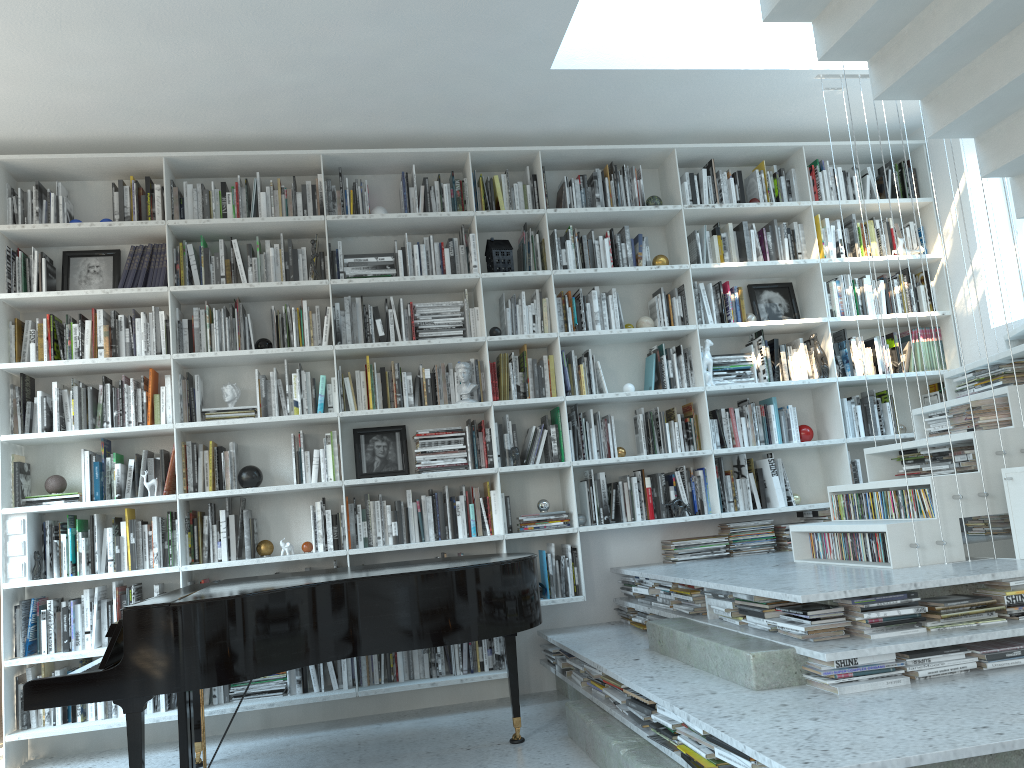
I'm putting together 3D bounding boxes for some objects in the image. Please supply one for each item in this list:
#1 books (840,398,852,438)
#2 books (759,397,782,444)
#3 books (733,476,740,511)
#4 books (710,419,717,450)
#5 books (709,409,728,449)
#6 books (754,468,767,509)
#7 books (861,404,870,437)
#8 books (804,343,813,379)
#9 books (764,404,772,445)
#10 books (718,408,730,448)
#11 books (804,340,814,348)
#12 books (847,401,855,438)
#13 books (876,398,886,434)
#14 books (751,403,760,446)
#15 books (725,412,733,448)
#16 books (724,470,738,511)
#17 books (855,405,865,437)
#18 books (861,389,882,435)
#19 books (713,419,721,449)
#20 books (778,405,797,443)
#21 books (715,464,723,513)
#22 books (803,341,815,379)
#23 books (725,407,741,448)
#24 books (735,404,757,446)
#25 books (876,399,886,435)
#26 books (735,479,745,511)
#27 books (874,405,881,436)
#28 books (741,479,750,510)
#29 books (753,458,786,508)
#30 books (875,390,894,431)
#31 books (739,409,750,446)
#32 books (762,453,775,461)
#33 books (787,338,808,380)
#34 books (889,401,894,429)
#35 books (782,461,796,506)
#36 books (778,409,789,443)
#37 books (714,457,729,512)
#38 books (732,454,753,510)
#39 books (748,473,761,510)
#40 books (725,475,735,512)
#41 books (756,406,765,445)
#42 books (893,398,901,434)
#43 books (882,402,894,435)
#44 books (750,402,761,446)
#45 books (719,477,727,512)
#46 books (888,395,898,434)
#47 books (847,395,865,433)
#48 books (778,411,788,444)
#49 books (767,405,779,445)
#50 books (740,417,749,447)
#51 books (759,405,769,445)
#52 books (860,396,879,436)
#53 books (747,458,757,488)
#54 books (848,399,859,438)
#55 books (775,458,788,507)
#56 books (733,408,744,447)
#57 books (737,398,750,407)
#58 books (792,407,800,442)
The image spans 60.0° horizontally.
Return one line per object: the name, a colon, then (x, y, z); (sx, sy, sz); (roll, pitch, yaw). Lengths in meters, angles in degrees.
books: (2.032, 0.224, 5.487); (0.024, 0.251, 0.175); (-4, -8, -11)
books: (1.574, 0.235, 5.402); (0.026, 0.290, 0.181); (-4, -8, -11)
books: (1.313, 0.658, 5.311); (0.025, 0.209, 0.137); (-4, -8, -11)
books: (1.181, 0.314, 5.330); (0.023, 0.186, 0.160); (-4, -8, -11)
books: (1.227, 0.282, 5.338); (0.047, 0.243, 0.177); (-4, -8, -11)
books: (1.469, 0.632, 5.336); (0.031, 0.239, 0.172); (-4, -8, -11)
books: (2.165, 0.240, 5.524); (0.025, 0.208, 0.149); (-4, -8, -11)
books: (1.793, -0.118, 5.496); (0.041, 0.239, 0.177); (-4, -8, -11)
books: (1.531, 0.259, 5.413); (0.012, 0.253, 0.161); (-4, -8, -11)
books: (1.260, 0.280, 5.355); (0.024, 0.246, 0.143); (-4, -8, -11)
books: (1.892, -0.142, 5.548); (0.029, 0.283, 0.139); (-4, -8, -11)
books: (2.061, 0.231, 5.499); (0.037, 0.235, 0.153); (-4, -8, -11)
books: (2.281, 0.217, 5.560); (0.027, 0.242, 0.132); (-4, -8, -11)
books: (1.438, 0.257, 5.366); (0.012, 0.262, 0.186); (-4, -8, -11)
books: (1.280, 0.288, 5.345); (0.011, 0.222, 0.163); (-4, -8, -11)
books: (1.294, 0.641, 5.298); (0.015, 0.243, 0.157); (-4, -8, -11)
books: (2.117, 0.244, 5.502); (0.029, 0.201, 0.173); (-4, -8, -11)
books: (2.247, 0.190, 5.548); (0.013, 0.296, 0.141); (-4, -8, -11)
books: (1.203, 0.314, 5.332); (0.022, 0.183, 0.163); (-4, -8, -11)
books: (1.675, 0.257, 5.427); (0.025, 0.235, 0.181); (-4, -8, -11)
books: (1.209, 0.627, 5.297); (0.015, 0.286, 0.138); (-4, -8, -11)
books: (1.821, -0.125, 5.517); (0.024, 0.254, 0.145); (-4, -8, -11)
books: (1.306, 0.274, 5.346); (0.045, 0.246, 0.186); (-4, -8, -11)
books: (1.407, 0.262, 5.356); (0.028, 0.254, 0.191); (-4, -8, -11)
books: (2.264, 0.221, 5.540); (0.014, 0.230, 0.172); (-4, -8, -11)
books: (1.341, 0.667, 5.315); (0.030, 0.187, 0.140); (-4, -8, -11)
books: (2.231, 0.239, 5.537); (0.027, 0.200, 0.164); (-4, -8, -11)
books: (1.370, 0.666, 5.313); (0.024, 0.185, 0.149); (-4, -8, -11)
books: (1.525, 0.596, 5.308); (0.075, 0.291, 0.255); (-4, -8, -11)
books: (2.321, 0.190, 5.551); (0.011, 0.284, 0.161); (-4, -8, -11)
books: (1.384, 0.280, 5.372); (0.012, 0.229, 0.179); (-4, -8, -11)
books: (1.572, 0.585, 5.376); (0.012, 0.325, 0.136); (-4, -8, -11)
books: (1.761, -0.132, 5.490); (0.021, 0.270, 0.192); (-4, -8, -11)
books: (2.334, 0.214, 5.558); (0.014, 0.237, 0.146); (-4, -8, -11)
books: (1.638, 0.604, 5.372); (0.062, 0.273, 0.148); (-4, -8, -11)
books: (1.644, 0.269, 5.429); (0.037, 0.218, 0.139); (-4, -8, -11)
books: (1.251, 0.606, 5.318); (0.013, 0.326, 0.131); (-4, -8, -11)
books: (1.382, 0.591, 5.324); (0.014, 0.333, 0.169); (-4, -8, -11)
books: (1.420, 0.646, 5.321); (0.052, 0.217, 0.184); (-4, -8, -11)
books: (1.276, 0.658, 5.303); (0.023, 0.214, 0.164); (-4, -8, -11)
books: (1.475, 0.266, 5.396); (0.026, 0.246, 0.166); (-4, -8, -11)
books: (2.367, 0.210, 5.564); (0.013, 0.239, 0.166); (-4, -8, -11)
books: (2.311, 0.229, 5.535); (0.021, 0.205, 0.175); (-4, -8, -11)
books: (1.456, 0.254, 5.391); (0.011, 0.271, 0.152); (-4, -8, -11)
books: (1.234, 0.663, 5.307); (0.033, 0.213, 0.140); (-4, -8, -11)
books: (2.354, 0.205, 5.566); (0.012, 0.253, 0.161); (-4, -8, -11)
books: (2.137, 0.213, 5.530); (0.024, 0.267, 0.133); (-4, -8, -11)
books: (1.615, 0.277, 5.406); (0.030, 0.200, 0.190); (-4, -8, -11)
books: (1.553, 0.259, 5.391); (0.023, 0.243, 0.190); (-4, -8, -11)
books: (1.369, 0.303, 5.356); (0.027, 0.181, 0.186); (-4, -8, -11)
books: (1.498, 0.260, 5.380); (0.014, 0.249, 0.177); (-4, -8, -11)
books: (2.194, 0.214, 5.506); (0.027, 0.248, 0.184); (-4, -8, -11)
books: (1.442, 0.605, 5.354); (0.010, 0.303, 0.132); (-4, -8, -11)
books: (2.090, 0.227, 5.505); (0.022, 0.241, 0.151); (-4, -8, -11)
books: (1.596, 0.599, 5.356); (0.025, 0.287, 0.160); (-4, -8, -11)
books: (1.338, 0.278, 5.367); (0.026, 0.239, 0.177); (-4, -8, -11)
books: (1.421, 0.242, 5.383); (0.013, 0.298, 0.147); (-4, -8, -11)
books: (1.701, 0.262, 5.432); (0.027, 0.223, 0.170); (-4, -8, -11)
